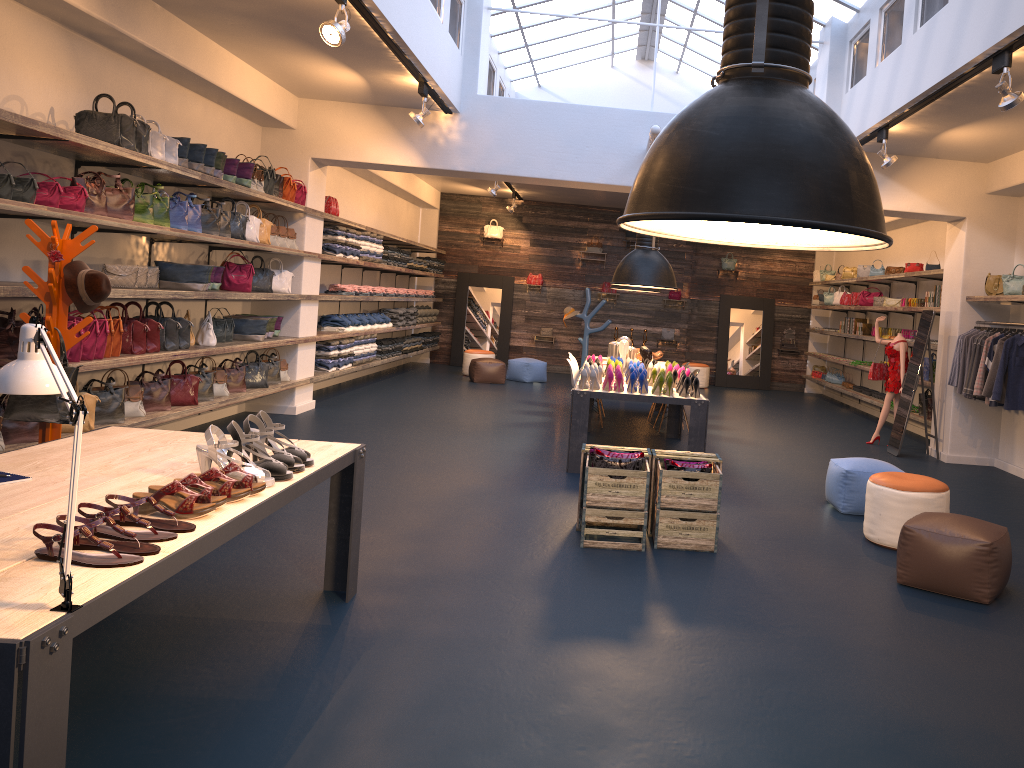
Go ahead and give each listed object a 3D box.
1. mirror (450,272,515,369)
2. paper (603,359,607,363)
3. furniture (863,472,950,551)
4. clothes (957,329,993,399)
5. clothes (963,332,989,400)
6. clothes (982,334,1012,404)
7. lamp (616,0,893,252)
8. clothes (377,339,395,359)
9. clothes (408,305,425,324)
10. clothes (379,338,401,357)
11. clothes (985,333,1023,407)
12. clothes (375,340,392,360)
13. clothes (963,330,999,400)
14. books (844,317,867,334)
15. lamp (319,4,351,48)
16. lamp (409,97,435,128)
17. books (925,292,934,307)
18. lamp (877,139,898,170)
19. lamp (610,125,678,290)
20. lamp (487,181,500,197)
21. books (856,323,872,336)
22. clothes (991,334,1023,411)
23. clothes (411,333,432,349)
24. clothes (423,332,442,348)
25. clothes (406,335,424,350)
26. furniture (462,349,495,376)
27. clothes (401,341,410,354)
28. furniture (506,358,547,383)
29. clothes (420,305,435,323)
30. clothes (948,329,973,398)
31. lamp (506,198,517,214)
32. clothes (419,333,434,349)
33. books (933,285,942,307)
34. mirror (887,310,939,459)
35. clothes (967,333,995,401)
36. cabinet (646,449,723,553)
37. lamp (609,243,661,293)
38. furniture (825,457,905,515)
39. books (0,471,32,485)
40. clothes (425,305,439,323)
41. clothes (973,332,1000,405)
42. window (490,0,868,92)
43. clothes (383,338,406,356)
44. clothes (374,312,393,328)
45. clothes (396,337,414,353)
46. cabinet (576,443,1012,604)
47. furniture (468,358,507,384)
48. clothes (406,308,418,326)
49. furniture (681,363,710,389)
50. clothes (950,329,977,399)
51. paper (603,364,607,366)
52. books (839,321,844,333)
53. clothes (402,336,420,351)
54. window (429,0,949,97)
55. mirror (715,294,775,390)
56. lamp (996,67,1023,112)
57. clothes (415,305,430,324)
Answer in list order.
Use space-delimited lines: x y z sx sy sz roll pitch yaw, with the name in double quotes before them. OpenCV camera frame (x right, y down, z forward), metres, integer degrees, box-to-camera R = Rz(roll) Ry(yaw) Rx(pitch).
"mirror" -0.599 -1.290 17.794 1.164 1.914 0.265 4 1 -3
"paper" 1.314 -0.318 11.923 0.325 0.014 0.745 6 6 13
"furniture" 2.811 0.898 6.185 0.577 0.479 0.586 5 4 4
"clothes" 5.346 -0.222 9.862 0.538 0.800 0.186 4 2 -7
"clothes" 5.300 -0.186 9.548 0.657 0.752 0.128 5 1 -1
"clothes" 5.262 -0.142 9.041 0.710 0.734 0.171 4 1 -4
"lamp" 0.670 -1.194 2.202 0.751 1.644 0.649 3 2 -30
"clothes" -2.036 -0.559 13.626 0.376 0.298 0.313 4 4 -10
"clothes" -1.794 -1.272 15.885 0.331 0.341 0.401 5 4 9
"clothes" -2.000 -0.589 13.954 0.353 0.298 0.307 5 4 1
"clothes" 5.274 -0.140 9.209 0.567 0.793 0.123 5 1 -2
"clothes" -2.061 -0.528 13.300 0.368 0.298 0.329 5 4 4
"clothes" 5.328 -0.207 9.701 0.538 0.800 0.186 4 2 -7
"books" 6.138 -1.035 15.518 0.239 0.287 0.640 5 5 3
"lamp" -1.156 -2.399 5.810 0.270 0.314 0.167 2 3 -35
"lamp" -0.894 -2.646 8.504 0.258 0.327 0.168 3 3 -30
"books" 5.621 -1.115 11.525 0.180 0.209 0.320 5 4 4
"lamp" 3.740 -2.279 8.681 0.225 0.327 0.193 6 3 29
"lamp" 1.402 -1.808 8.827 0.718 1.644 0.682 4 2 -7
"lamp" -0.293 -3.156 13.998 0.196 0.327 0.221 2 4 -45
"books" 6.092 -0.948 15.027 0.182 0.212 0.331 5 4 3
"clothes" 5.243 -0.117 8.881 0.680 0.795 0.174 4 1 -3
"clothes" -1.722 -0.813 16.372 0.368 0.298 0.329 5 4 4
"clothes" -1.646 -0.890 17.193 0.363 0.298 0.653 5 5 6
"clothes" -1.840 -0.761 15.986 0.419 0.250 0.346 4 4 -2
"furniture" -0.609 -0.383 15.966 0.577 0.479 0.586 5 4 4
"clothes" -1.975 -0.649 14.776 0.405 0.250 0.357 5 4 11
"furniture" 0.275 -0.265 15.811 0.598 0.422 0.701 8 6 40
"clothes" -1.697 -1.354 16.769 0.331 0.341 0.401 5 4 9
"clothes" 5.332 -0.236 10.068 0.546 0.813 0.121 4 1 -3
"lamp" -0.002 -3.402 16.639 0.196 0.327 0.221 2 4 -45
"clothes" -1.697 -0.844 16.699 0.376 0.298 0.313 4 4 -10
"books" 5.602 -1.108 11.052 0.239 0.287 0.640 5 5 3
"mirror" 4.889 -0.013 10.444 0.524 1.762 0.504 5 2 1
"clothes" 5.289 -0.177 9.450 0.657 0.752 0.128 5 1 -1
"cabinet" 1.156 0.768 5.789 0.472 0.547 0.558 5 4 2
"lamp" 1.698 -2.060 11.541 0.646 1.643 0.755 6 2 38
"furniture" 2.947 0.833 7.220 0.653 0.422 0.647 5 4 0
"books" -1.818 0.324 3.043 0.193 0.018 0.146 7 6 22
"clothes" -1.649 -1.395 17.211 0.331 0.341 0.401 5 4 9
"clothes" 5.289 -0.159 9.318 0.680 0.795 0.174 4 1 -3
"window" 1.231 -4.297 5.493 4.315 0.835 18.856 5 6 5
"clothes" -1.964 -0.620 14.282 0.346 0.298 0.313 5 4 8
"clothes" -2.118 -1.004 13.589 0.425 0.240 0.429 5 5 1
"clothes" -1.929 -0.686 15.173 0.419 0.250 0.346 4 4 -2
"cabinet" 1.699 0.841 5.514 2.708 0.546 0.772 6 4 13
"furniture" -0.421 -0.245 15.051 0.678 0.422 0.622 3 5 -15
"clothes" -1.844 -1.188 15.203 0.402 0.317 0.348 4 4 -12
"furniture" 3.669 -0.176 17.413 0.577 0.479 0.586 5 4 4
"clothes" 5.325 -0.230 10.000 0.546 0.813 0.121 4 1 -3
"paper" 1.317 -0.243 11.181 0.308 0.014 0.783 10 8 42
"books" 6.156 -1.041 15.991 0.180 0.209 0.320 5 4 4
"clothes" -1.885 -0.725 15.590 0.405 0.250 0.357 5 4 11
"window" 1.570 -3.685 9.061 4.474 0.650 11.371 5 6 5
"mirror" 4.865 -0.871 18.126 1.164 1.914 0.265 4 1 -3
"lamp" 3.450 -2.031 6.011 0.260 0.327 0.166 2 4 -43
"clothes" -1.746 -1.313 16.327 0.331 0.341 0.401 5 4 9
